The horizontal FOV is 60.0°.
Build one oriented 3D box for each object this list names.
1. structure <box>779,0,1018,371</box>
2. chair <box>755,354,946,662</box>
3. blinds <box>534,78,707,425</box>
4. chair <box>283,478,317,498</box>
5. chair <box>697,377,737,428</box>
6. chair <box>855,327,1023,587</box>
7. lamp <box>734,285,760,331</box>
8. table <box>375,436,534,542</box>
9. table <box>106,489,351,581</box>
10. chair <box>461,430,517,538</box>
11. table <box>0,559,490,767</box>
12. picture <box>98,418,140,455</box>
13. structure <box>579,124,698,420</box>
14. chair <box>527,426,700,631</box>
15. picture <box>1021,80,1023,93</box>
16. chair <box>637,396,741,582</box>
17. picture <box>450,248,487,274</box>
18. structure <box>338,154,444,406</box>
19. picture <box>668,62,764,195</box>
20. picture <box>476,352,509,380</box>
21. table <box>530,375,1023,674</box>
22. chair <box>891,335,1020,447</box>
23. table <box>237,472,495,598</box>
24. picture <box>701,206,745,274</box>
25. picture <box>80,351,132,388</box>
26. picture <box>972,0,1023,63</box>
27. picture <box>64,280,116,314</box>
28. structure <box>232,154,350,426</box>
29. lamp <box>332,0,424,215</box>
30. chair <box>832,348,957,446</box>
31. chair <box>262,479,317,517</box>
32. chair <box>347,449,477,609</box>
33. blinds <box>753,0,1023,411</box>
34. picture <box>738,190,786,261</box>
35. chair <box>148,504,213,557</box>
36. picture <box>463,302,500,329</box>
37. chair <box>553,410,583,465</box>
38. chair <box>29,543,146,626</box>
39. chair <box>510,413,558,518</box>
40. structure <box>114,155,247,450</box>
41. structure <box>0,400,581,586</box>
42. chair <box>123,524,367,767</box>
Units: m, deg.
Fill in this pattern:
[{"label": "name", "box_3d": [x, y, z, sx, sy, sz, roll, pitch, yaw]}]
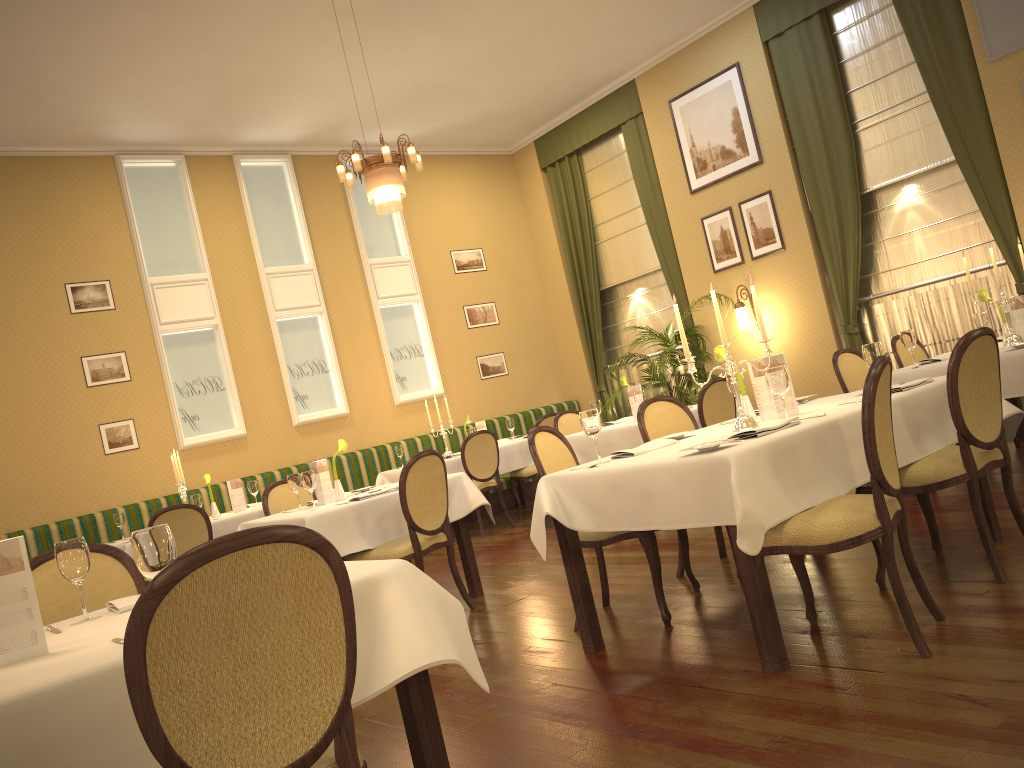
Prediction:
[{"label": "structure", "box_3d": [3.540, -1.816, 8.054, 0.134, 4.511, 1.900, -12, -2, -38]}, {"label": "chair", "box_3d": [1.115, 0.425, 3.065, 0.571, 0.955, 0.530, -14, -2, 32]}, {"label": "blinds", "box_3d": [1.372, -1.235, 10.743, 0.225, 4.537, 1.934, -12, -2, -39]}, {"label": "chair", "box_3d": [-1.792, 1.238, 7.186, 0.530, 0.955, 0.571, -12, -2, -38]}, {"label": "chair", "box_3d": [1.452, 0.461, 6.712, 0.530, 0.955, 0.571, -12, -2, -38]}, {"label": "chair", "box_3d": [1.751, 0.293, 3.630, 0.530, 0.955, 0.571, -12, -2, -38]}, {"label": "lamp", "box_3d": [2.419, -0.775, 9.197, 0.114, 0.513, 0.323, -15, -2, 41]}, {"label": "table", "box_3d": [-0.246, 1.032, 9.066, 2.152, 0.759, 1.385, -12, -2, -38]}, {"label": "table", "box_3d": [-2.327, 1.468, 7.402, 2.152, 0.759, 1.385, -12, -2, -38]}, {"label": "chair", "box_3d": [-0.362, 0.938, 8.331, 0.530, 0.955, 0.571, -12, -2, -38]}, {"label": "table", "box_3d": [-1.088, 1.006, 2.002, 2.152, 0.759, 1.385, -12, -2, -38]}, {"label": "picture", "box_3d": [-3.697, 0.496, 8.348, 0.313, 0.294, 0.008, -12, -2, -38]}, {"label": "structure", "box_3d": [1.462, -1.241, 10.814, 0.123, 4.511, 1.942, -12, -2, -38]}, {"label": "chair", "box_3d": [0.467, 0.612, 4.184, 0.571, 0.955, 0.530, -14, -2, 27]}, {"label": "picture", "box_3d": [4.261, -2.061, 6.797, 0.027, 0.769, 0.512, -12, -2, -38]}, {"label": "chair", "box_3d": [1.052, 0.489, 4.639, 0.530, 0.955, 0.571, -12, -2, -38]}, {"label": "picture", "box_3d": [-0.544, -1.550, 11.159, 0.504, 0.294, 0.008, -12, -2, -38]}, {"label": "structure", "box_3d": [-1.433, -1.256, 10.448, 0.670, 2.985, 0.200, -12, -2, -38]}, {"label": "picture", "box_3d": [2.118, -2.662, 9.322, 0.027, 1.057, 0.966, -12, -2, -38]}, {"label": "picture", "box_3d": [-0.244, -0.228, 11.109, 0.437, 0.294, 0.008, -12, -2, -38]}, {"label": "table", "box_3d": [1.217, 0.523, 3.845, 2.152, 0.759, 1.385, -12, -2, -38]}, {"label": "chair", "box_3d": [3.113, 0.057, 6.286, 0.530, 0.955, 0.571, -12, -2, -38]}, {"label": "table", "box_3d": [-0.891, 1.071, 5.498, 1.395, 0.759, 1.389, -12, -2, -36]}, {"label": "picture", "box_3d": [2.244, -1.532, 9.467, 0.022, 0.619, 0.412, -12, -2, -38]}, {"label": "picture", "box_3d": [-3.832, -0.141, 8.380, 0.401, 0.294, 0.008, -12, -2, -38]}, {"label": "picture", "box_3d": [4.018, -3.188, 6.805, 0.027, 1.057, 0.966, -12, -2, -38]}, {"label": "picture", "box_3d": [-3.993, -0.827, 8.401, 0.401, 0.294, 0.008, -12, -2, -38]}, {"label": "structure", "box_3d": [-2.412, -1.051, 9.666, 0.661, 2.985, 0.200, -12, -2, -38]}, {"label": "lamp", "box_3d": [-1.100, -2.149, 6.552, 0.593, 1.796, 0.593, -12, -2, -40]}, {"label": "chair", "box_3d": [2.517, 0.182, 5.810, 0.530, 0.955, 0.571, -12, -2, -38]}, {"label": "chair", "box_3d": [-1.322, 1.092, 6.066, 0.571, 0.955, 0.530, -15, -2, 42]}, {"label": "chair", "box_3d": [-0.604, 0.892, 5.067, 0.571, 0.955, 0.530, -14, -2, 32]}, {"label": "blinds", "box_3d": [3.450, -1.811, 7.976, 0.129, 4.537, 1.878, -12, -2, -38]}, {"label": "picture", "box_3d": [2.546, -1.616, 9.066, 0.022, 0.619, 0.412, -12, -2, -38]}, {"label": "chair", "box_3d": [-2.417, 1.369, 6.680, 0.530, 0.955, 0.571, -13, -2, -13]}, {"label": "picture", "box_3d": [-0.383, -0.864, 11.137, 0.504, 0.294, 0.008, -12, -2, -38]}, {"label": "chair", "box_3d": [0.752, 0.657, 7.721, 0.530, 0.955, 0.571, -12, -2, -38]}, {"label": "chair", "box_3d": [-1.253, 0.972, 2.796, 0.530, 0.955, 0.571, -12, -2, -38]}, {"label": "chair", "box_3d": [0.307, 0.797, 8.824, 0.530, 0.955, 0.571, -12, -2, -38]}, {"label": "structure", "box_3d": [-3.334, -0.858, 8.929, 0.687, 2.985, 0.200, -12, -2, -38]}, {"label": "structure", "box_3d": [-4.484, 1.828, 6.970, 14.516, 1.031, 0.850, -12, -2, -38]}, {"label": "chair", "box_3d": [-0.554, 0.776, 1.787, 0.530, 0.955, 0.571, -12, -2, -38]}]
